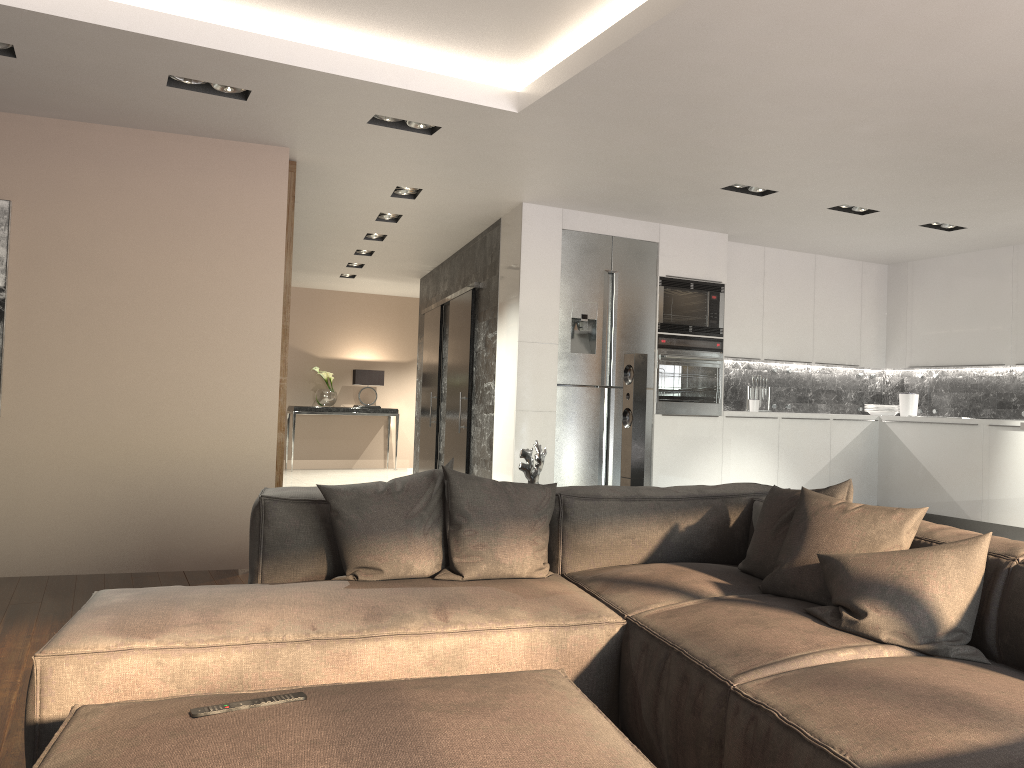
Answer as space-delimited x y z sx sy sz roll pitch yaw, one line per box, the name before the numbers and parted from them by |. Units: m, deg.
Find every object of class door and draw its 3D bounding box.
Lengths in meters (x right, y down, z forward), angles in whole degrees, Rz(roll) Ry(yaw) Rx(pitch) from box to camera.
door | -0.705 0.148 8.999 0.133 2.056 2.753 3 -1 -15

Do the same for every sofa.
sofa | 0.171 0.728 2.433 2.826 0.704 2.403 2 -1 -17

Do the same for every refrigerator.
refrigerator | 0.629 0.014 7.096 0.913 2.344 0.557 3 -2 -27

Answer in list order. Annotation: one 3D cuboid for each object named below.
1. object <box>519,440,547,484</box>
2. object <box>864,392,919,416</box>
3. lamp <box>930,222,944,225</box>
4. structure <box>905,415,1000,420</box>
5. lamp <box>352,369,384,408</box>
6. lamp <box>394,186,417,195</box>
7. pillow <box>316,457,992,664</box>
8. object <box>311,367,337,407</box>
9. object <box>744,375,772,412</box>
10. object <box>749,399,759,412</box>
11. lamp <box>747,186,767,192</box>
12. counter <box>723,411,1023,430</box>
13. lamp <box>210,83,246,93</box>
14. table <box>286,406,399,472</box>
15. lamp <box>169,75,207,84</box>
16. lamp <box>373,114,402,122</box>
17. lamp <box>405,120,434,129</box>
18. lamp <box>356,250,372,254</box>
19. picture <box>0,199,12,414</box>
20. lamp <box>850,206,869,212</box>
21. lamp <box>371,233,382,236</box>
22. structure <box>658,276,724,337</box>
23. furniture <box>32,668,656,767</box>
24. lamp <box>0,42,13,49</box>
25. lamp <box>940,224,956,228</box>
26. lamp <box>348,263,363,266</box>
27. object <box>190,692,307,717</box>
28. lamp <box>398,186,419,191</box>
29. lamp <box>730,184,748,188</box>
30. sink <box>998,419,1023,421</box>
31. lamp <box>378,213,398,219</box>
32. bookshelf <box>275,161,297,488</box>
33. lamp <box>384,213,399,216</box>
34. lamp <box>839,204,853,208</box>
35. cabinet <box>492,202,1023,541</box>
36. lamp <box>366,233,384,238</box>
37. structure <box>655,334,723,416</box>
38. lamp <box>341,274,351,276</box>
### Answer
object | 0.107 0.406 4.099 0.271 0.288 0.298 1 -2 33
object | 3.738 0.198 8.717 0.367 0.234 0.533 2 -1 -17
lamp | 3.301 -1.281 6.857 0.167 0.077 0.186 1 -2 39
structure | 4.019 0.305 8.007 0.593 0.011 0.595 2 -1 -27
lamp | -2.016 0.069 12.315 0.417 0.528 0.273 3 -2 -27
lamp | -0.784 -1.419 6.419 0.171 0.077 0.182 1 -1 19
pillow | 0.509 0.498 3.042 2.019 0.431 1.098 1 -1 24
object | -2.553 0.038 12.062 0.280 0.546 0.339 1 -2 38
object | 2.268 0.089 8.094 0.303 0.336 0.058 3 -2 -25
object | 2.192 0.193 7.961 0.089 0.117 0.095 1 -2 22
lamp | 1.685 -1.349 5.983 0.186 0.077 0.167 3 -2 -44
counter | 3.447 0.290 6.790 2.816 0.041 3.846 2 -1 -26
lamp | -1.391 -1.478 4.320 0.186 0.077 0.168 3 -1 -32
table | -2.338 0.754 12.166 1.497 0.866 0.426 3 -2 -28
lamp | -1.557 -1.485 4.230 0.184 0.077 0.170 2 -1 -21
lamp | -0.662 -1.448 4.715 0.184 0.077 0.170 2 -1 -21
lamp | -0.496 -1.441 4.805 0.169 0.077 0.185 1 -1 28
lamp | -1.540 -1.391 9.127 0.183 0.077 0.171 2 -1 -17
picture | -3.086 -0.419 4.592 0.779 1.166 0.028 3 -2 -20
lamp | 2.577 -1.311 6.466 0.186 0.077 0.167 3 -2 -44
lamp | -1.240 -1.402 8.053 0.184 0.077 0.169 2 -1 -24
structure | 1.365 -0.631 7.533 0.691 0.450 0.584 3 -2 -27
furniture | -0.271 0.825 1.487 1.130 0.440 1.061 2 -1 -17
lamp | -2.276 -1.516 3.841 0.186 0.077 0.168 3 -1 -32
lamp | 3.467 -1.274 6.947 0.168 0.077 0.186 1 -1 34
lamp | -1.792 -1.382 10.028 0.183 0.077 0.171 2 -1 -17
object | -0.509 0.622 1.709 0.217 0.015 0.049 2 -1 -28
lamp | -0.737 -1.421 6.253 0.171 0.077 0.182 1 -1 18
lamp | 1.519 -1.356 5.893 0.185 0.077 0.169 2 -1 -27
sink | 4.513 0.284 6.955 0.532 0.521 1.100 3 -1 -26
lamp | -1.037 -1.410 7.321 0.171 0.077 0.182 1 -1 19
bookshelf | -2.381 -0.131 8.500 0.300 2.491 6.335 3 -1 -15
lamp | -0.990 -1.412 7.154 0.171 0.077 0.182 1 -1 18
lamp | 2.411 -1.318 6.376 0.185 0.077 0.169 2 -1 -27
cabinet | 3.232 -0.020 5.111 4.653 2.501 6.605 2 -1 -26
lamp | -1.287 -1.401 8.220 0.183 0.077 0.171 2 -1 -17
structure | 1.364 -0.067 7.475 0.696 0.651 0.620 3 -2 -27
lamp | -2.047 -1.373 10.922 0.183 0.077 0.171 2 -1 -17
